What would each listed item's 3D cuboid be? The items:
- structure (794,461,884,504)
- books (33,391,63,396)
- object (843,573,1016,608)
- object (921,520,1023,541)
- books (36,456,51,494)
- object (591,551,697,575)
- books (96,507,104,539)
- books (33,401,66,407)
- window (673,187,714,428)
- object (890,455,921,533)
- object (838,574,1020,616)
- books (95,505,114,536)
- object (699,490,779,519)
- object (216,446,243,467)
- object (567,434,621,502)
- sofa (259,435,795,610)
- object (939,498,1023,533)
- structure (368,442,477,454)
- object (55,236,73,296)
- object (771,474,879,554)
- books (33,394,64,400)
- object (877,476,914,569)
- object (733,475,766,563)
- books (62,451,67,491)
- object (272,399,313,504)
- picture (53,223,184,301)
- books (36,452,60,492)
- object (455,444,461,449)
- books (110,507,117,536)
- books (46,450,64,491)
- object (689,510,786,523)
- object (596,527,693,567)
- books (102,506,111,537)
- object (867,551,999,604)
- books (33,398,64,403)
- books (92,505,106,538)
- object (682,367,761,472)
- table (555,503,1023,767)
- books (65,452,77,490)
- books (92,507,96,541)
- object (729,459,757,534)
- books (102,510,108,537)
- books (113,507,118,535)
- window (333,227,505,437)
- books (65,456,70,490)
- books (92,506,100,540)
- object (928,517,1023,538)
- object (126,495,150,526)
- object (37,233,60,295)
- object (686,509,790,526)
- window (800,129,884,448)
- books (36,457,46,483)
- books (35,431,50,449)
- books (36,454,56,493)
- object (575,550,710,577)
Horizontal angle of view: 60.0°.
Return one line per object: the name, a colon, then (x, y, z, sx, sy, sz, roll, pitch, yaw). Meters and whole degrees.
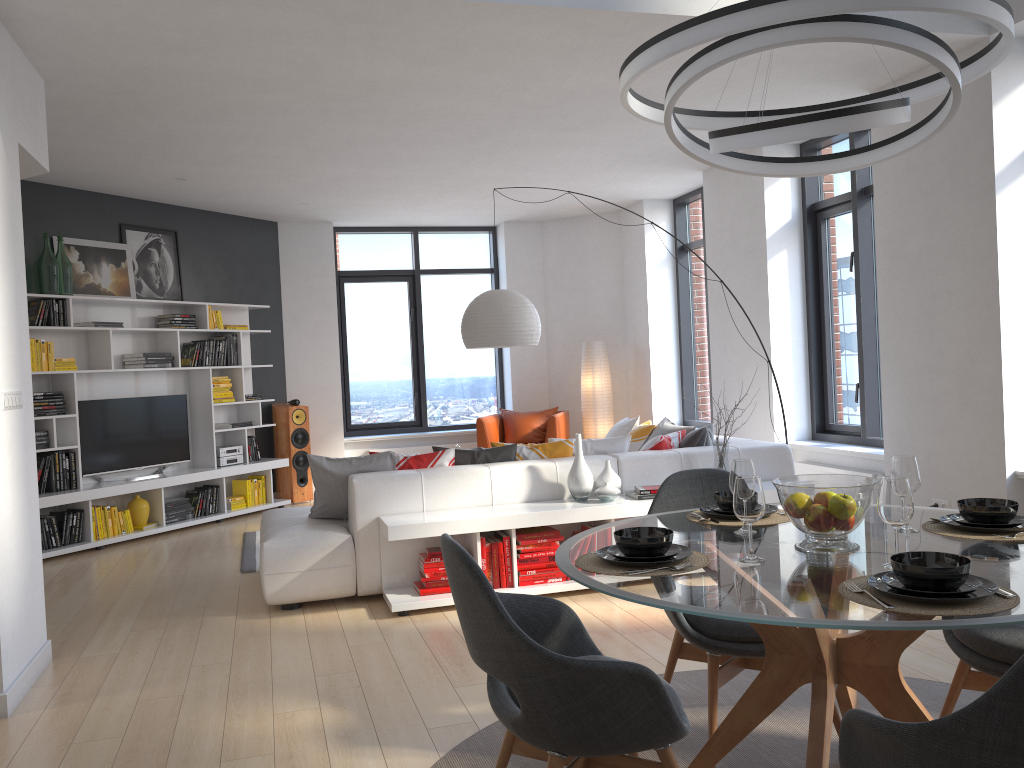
structure: (2.408, 0.842, 6.500, 0.110, 0.460, 1.015, -3, 1, -16)
books: (-3.717, 0.079, 7.005, 0.180, 0.026, 0.246, -2, 1, 37)
object: (0.912, 0.447, 1.945, 0.309, 0.015, 0.206, -3, 1, -6)
object: (1.391, 0.420, 2.584, 0.360, 0.002, 0.360, -2, 1, 26)
books: (-3.724, 0.714, 6.959, 0.210, 0.289, 0.100, -2, 1, 28)
object: (0.351, 0.466, 2.377, 0.206, 0.015, 0.309, -3, 1, -11)
books: (-3.429, 1.131, 7.236, 0.198, 0.258, 0.066, -2, 1, 29)
books: (-3.718, 0.158, 7.005, 0.214, 0.030, 0.284, -2, 1, 38)
window: (2.017, -0.755, 8.806, 0.170, 2.402, 1.310, -3, 1, -16)
object: (1.154, 0.322, 2.601, 0.083, 0.220, 0.083, -2, 1, 35)
object: (0.904, 0.456, 1.939, 0.360, 0.002, 0.360, -4, 1, -41)
books: (-3.379, 1.130, 7.318, 0.185, 0.252, 0.055, -2, 1, 28)
object: (0.763, 0.404, 2.986, 0.258, 0.074, 0.258, -4, 1, -35)
object: (-2.796, 0.696, 8.572, 0.270, 0.174, 0.285, -2, 1, 29)
object: (0.484, 0.490, 5.268, 0.316, 0.398, 0.319, -3, 1, 8)
sofa: (-0.104, 0.826, 6.587, 3.424, 0.732, 2.614, -3, 1, -16)
object: (1.389, 0.382, 2.588, 0.258, 0.074, 0.258, -3, 1, 4)
structure: (-0.896, 0.931, 10.172, 1.474, 0.460, 0.110, -3, 1, -16)
object: (-3.673, -0.957, 7.235, 0.157, 0.507, 0.157, -2, 1, 43)
object: (0.861, 0.357, 2.437, 0.278, 0.184, 0.278, -3, 1, -7)
books: (-3.739, 0.107, 7.018, 0.214, 0.030, 0.284, -2, 1, 38)
object: (0.945, 0.340, 2.183, 0.083, 0.220, 0.083, -2, 1, 35)
object: (0.622, 0.352, 2.321, 0.083, 0.220, 0.083, -3, 1, 12)
books: (-3.655, 0.696, 7.103, 0.239, 0.315, 0.034, -2, 1, 29)
object: (-2.334, 0.703, 9.309, 0.434, 1.088, 0.290, -2, 2, 44)
picture: (-3.449, -1.075, 7.851, 0.076, 0.707, 1.279, -2, 1, 29)
books: (-3.683, 0.699, 7.047, 0.237, 0.314, 0.034, -2, 1, 29)
object: (-0.526, 0.621, 7.203, 0.330, 0.265, 0.330, -3, 1, 8)
books: (-3.346, 1.134, 7.336, 0.169, 0.240, 0.043, -2, 1, 28)
books: (-3.670, 0.692, 7.077, 0.237, 0.326, 0.026, -2, 1, 29)
object: (0.758, 0.435, 2.973, 0.309, 0.015, 0.206, -3, 1, -11)
object: (0.355, 0.435, 2.384, 0.258, 0.074, 0.258, -4, 1, -35)
books: (-3.382, 1.130, 7.290, 0.180, 0.252, 0.041, -2, 1, 29)
object: (0.910, 0.417, 1.927, 0.258, 0.074, 0.258, -3, 1, 4)
books: (-3.723, 0.133, 7.005, 0.189, 0.020, 0.264, -2, 1, 33)
books: (-3.413, 1.126, 7.262, 0.202, 0.267, 0.038, -2, 1, 30)
object: (1.321, 0.273, 5.421, 0.406, 0.744, 0.607, -2, 1, 24)
table: (0.887, 0.830, 2.458, 1.499, 0.764, 1.499, -3, 1, -26)
books: (-3.615, 0.702, 7.165, 0.230, 0.297, 0.051, -2, 1, 29)
books: (-3.442, 1.127, 7.158, 0.204, 0.270, 0.029, -2, 1, 29)
object: (0.705, 0.341, 2.700, 0.083, 0.220, 0.083, -4, 2, -44)
books: (-3.388, 1.144, 7.270, 0.156, 0.230, 0.042, -2, 1, 28)
books: (-3.351, 1.136, 7.366, 0.171, 0.235, 0.043, -2, 1, 28)
window: (-1.091, -0.637, 10.451, 1.960, 2.402, 0.170, -3, 1, -16)
books: (-3.632, 0.714, 7.130, 0.200, 0.272, 0.028, -2, 1, 29)
books: (-3.442, 1.126, 7.202, 0.213, 0.271, 0.048, -2, 1, 29)
object: (1.379, 0.412, 2.590, 0.206, 0.015, 0.309, -3, 1, -11)
object: (-3.212, 1.084, 7.619, 0.185, 0.257, 0.185, -3, 1, 7)
object: (-3.699, -0.953, 7.071, 0.157, 0.507, 0.157, -2, 1, 43)
object: (0.768, 0.442, 2.976, 0.360, 0.002, 0.360, -2, 1, 26)
window: (2.641, -0.743, 6.591, 0.170, 2.402, 1.310, -3, 1, -16)
books: (-3.764, 0.719, 6.923, 0.232, 0.284, 0.142, -2, 1, 29)
books: (-3.818, 0.445, 6.861, 0.277, 0.137, 0.343, -2, 1, 29)
books: (-3.694, 0.708, 7.017, 0.213, 0.301, 0.028, -2, 1, 29)
object: (0.349, 0.474, 2.383, 0.360, 0.002, 0.360, -4, 1, -41)
